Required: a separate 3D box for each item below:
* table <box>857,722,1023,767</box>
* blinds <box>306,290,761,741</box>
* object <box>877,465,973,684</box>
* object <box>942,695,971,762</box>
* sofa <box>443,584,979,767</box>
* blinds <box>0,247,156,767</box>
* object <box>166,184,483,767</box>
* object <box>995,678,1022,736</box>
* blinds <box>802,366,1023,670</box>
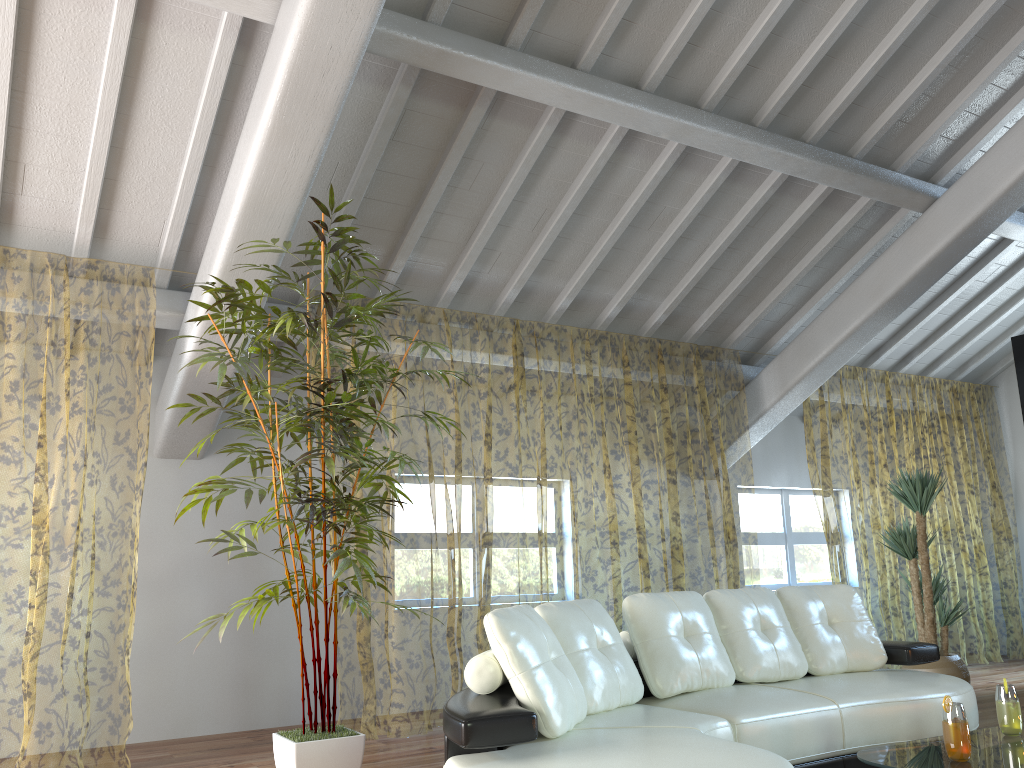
[{"bbox_3d":[1.836,1.253,2.570,1.201,0.290,1.201,5,-14,-28],"label":"table"},{"bbox_3d":[0.328,0.842,5.832,3.505,2.546,0.306,6,-14,-30],"label":"blinds"},{"bbox_3d":[2.832,1.356,6.133,0.564,1.586,0.588,-2,-12,2],"label":"object"},{"bbox_3d":[1.355,1.051,2.713,0.081,0.192,0.075,-2,-12,4],"label":"object"},{"bbox_3d":[0.816,1.228,3.472,1.359,0.805,3.047,-11,-15,37],"label":"sofa"},{"bbox_3d":[-3.369,0.481,3.653,3.505,2.546,0.306,6,-14,-30],"label":"blinds"},{"bbox_3d":[-0.804,0.482,3.815,1.399,2.473,1.177,0,-12,-6],"label":"object"},{"bbox_3d":[1.716,1.117,3.072,0.081,0.192,0.075,4,-13,-25],"label":"object"},{"bbox_3d":[3.563,1.158,7.741,2.780,2.546,0.306,5,-14,-30],"label":"blinds"}]
